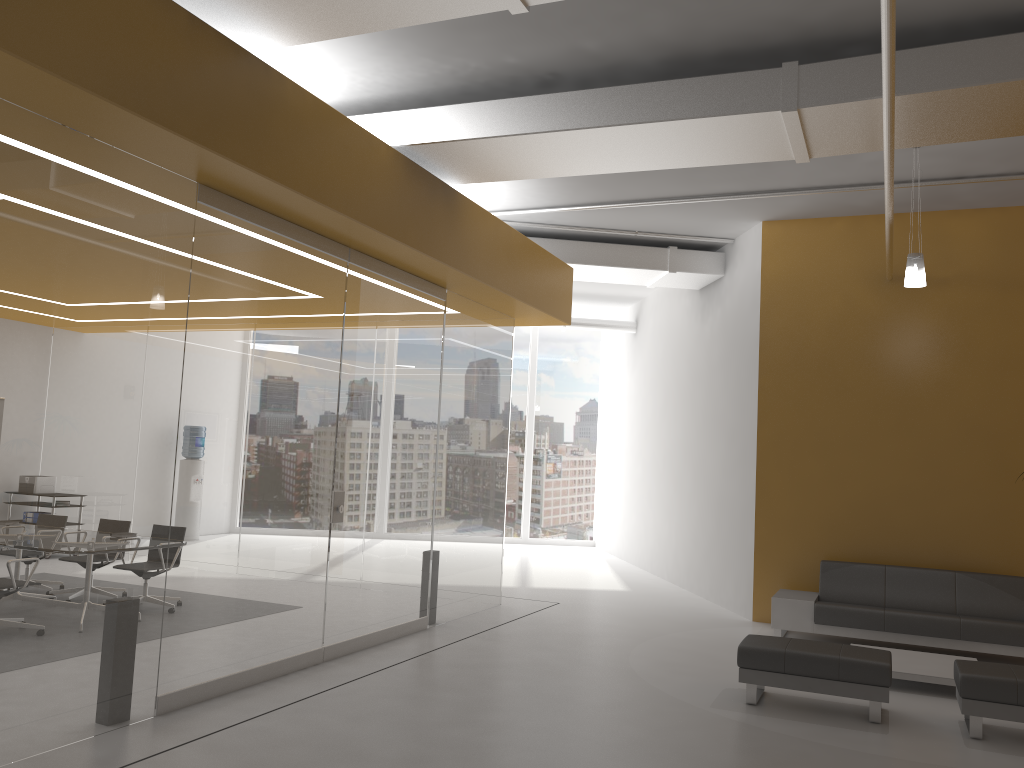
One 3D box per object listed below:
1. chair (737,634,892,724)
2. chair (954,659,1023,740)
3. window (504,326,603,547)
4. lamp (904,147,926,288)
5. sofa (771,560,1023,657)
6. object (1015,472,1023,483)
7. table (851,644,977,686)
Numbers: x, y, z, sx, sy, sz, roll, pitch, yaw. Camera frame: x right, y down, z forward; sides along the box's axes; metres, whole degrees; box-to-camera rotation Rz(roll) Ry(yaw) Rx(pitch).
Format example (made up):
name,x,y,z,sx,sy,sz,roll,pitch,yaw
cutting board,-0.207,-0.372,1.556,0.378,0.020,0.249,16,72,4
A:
name,x,y,z,sx,sy,sz,roll,pitch,yaw
chair,2.157,2.080,6.323,1.012,0.423,0.575,1,-5,23
chair,3.444,2.093,5.750,1.012,0.423,0.575,1,-5,23
window,-1.050,0.855,17.619,8.533,4.498,0.100,3,-5,-7
lamp,3.452,-1.443,7.580,0.174,1.227,0.174,5,-5,-25
sofa,3.802,2.187,8.594,2.400,0.761,0.860,1,-5,23
object,4.348,1.427,6.451,0.912,1.956,1.222,5,-6,-26
table,3.295,2.355,7.280,1.000,0.150,1.000,1,-5,23
